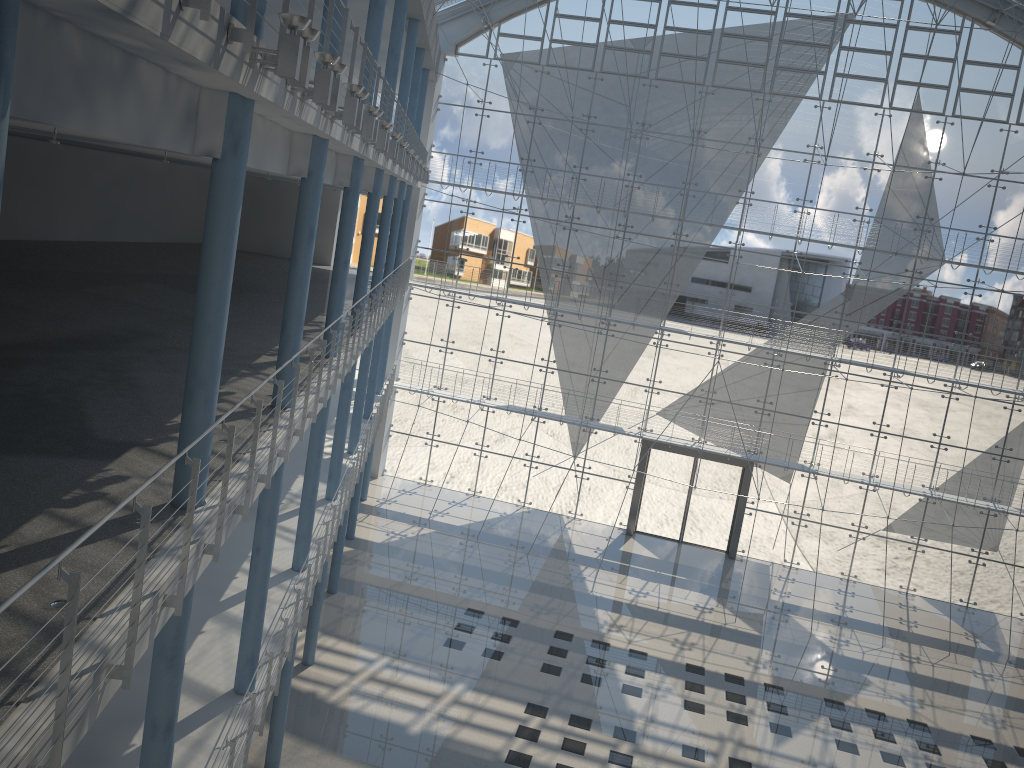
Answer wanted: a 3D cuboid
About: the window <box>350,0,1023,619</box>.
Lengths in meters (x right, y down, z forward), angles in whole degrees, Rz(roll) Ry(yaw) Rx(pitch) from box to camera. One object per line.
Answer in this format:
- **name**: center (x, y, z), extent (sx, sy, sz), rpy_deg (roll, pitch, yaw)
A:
- **window**: center (0.999, -0.578, 4.222), extent (3.858, 2.751, 0.010), rpy_deg (11, 7, 11)
